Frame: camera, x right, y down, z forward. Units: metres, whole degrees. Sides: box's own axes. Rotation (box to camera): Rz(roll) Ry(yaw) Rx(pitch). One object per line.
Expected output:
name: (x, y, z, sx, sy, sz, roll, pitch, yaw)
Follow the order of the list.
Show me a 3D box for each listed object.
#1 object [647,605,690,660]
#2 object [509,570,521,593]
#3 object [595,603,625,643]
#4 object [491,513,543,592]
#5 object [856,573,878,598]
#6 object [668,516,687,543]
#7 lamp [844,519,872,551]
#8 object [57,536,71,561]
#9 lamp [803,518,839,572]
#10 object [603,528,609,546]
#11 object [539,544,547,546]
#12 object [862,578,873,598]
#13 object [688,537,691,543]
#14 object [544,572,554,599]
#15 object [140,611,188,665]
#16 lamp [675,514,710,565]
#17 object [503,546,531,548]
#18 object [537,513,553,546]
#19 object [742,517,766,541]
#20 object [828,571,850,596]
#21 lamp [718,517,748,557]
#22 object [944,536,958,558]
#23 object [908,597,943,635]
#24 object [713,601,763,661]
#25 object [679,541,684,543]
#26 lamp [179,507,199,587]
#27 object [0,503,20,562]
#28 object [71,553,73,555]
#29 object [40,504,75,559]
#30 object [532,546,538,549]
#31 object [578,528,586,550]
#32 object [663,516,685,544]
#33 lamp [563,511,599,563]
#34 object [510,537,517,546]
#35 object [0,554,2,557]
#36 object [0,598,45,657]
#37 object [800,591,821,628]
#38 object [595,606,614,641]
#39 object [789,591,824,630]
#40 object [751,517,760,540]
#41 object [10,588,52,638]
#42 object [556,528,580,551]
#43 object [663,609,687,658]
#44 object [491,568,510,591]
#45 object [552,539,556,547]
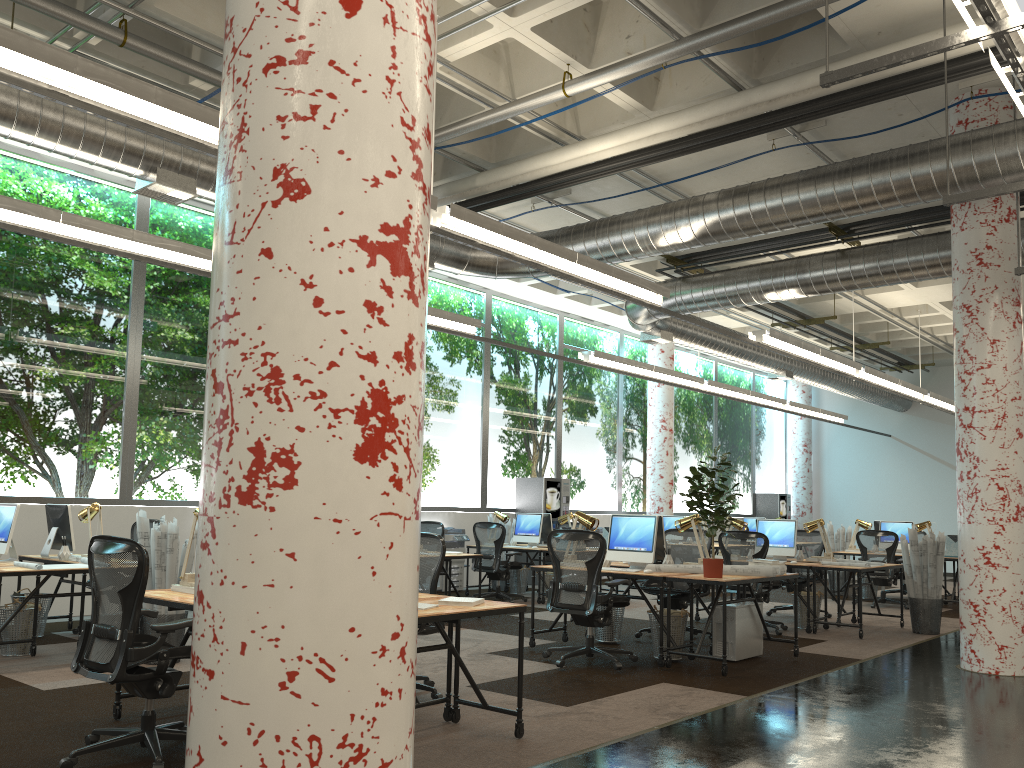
object: (1.332, 2.122, 7.576, 0.359, 0.433, 0.354, -3, -8, 37)
object: (0.041, 2.938, 13.261, 0.235, 0.401, 0.120, -4, -7, 41)
object: (0.927, 2.246, 8.510, 0.359, 0.433, 0.354, -3, -8, 37)
object: (0.012, 2.468, 12.796, 1.079, 1.203, 0.191, -4, -8, 41)
object: (5.579, 3.134, 13.858, 0.359, 0.433, 0.354, -3, -8, 37)
object: (2.982, 2.658, 16.212, 0.484, 0.483, 0.190, -4, -8, 41)
lamp: (5.237, 2.365, 13.511, 0.219, 0.608, 0.529, 4, -7, -29)
object: (-3.892, 1.431, 7.710, 0.101, 0.208, 0.102, 2, -6, -4)
lamp: (3.688, 1.895, 10.453, 0.209, 0.608, 0.529, 4, -7, -29)
object: (1.409, 2.206, 12.647, 0.281, 0.301, 0.151, -4, -8, 41)
object: (0.548, 2.427, 13.333, 0.440, 0.017, 0.119, -6, -11, 40)
object: (5.523, 3.138, 13.800, 0.235, 0.401, 0.120, -4, -7, 41)
object: (3.197, 2.762, 15.935, 0.101, 0.208, 0.102, 2, -6, -4)
object: (0.557, 2.832, 12.440, 0.235, 0.401, 0.120, -4, -7, 41)
object: (-2.743, 1.994, 6.963, 0.353, 0.396, 0.355, 2, -6, -4)
lamp: (1.701, 1.486, 8.046, 0.209, 0.608, 0.529, 4, -7, -29)
object: (0.074, 2.292, 12.462, 0.440, 0.017, 0.119, -6, -11, 40)
object: (0.389, 2.171, 13.203, 0.484, 0.483, 0.190, -4, -8, 41)
object: (4.951, 2.970, 18.096, 0.484, 0.483, 0.190, -4, -8, 41)
object: (5.306, 3.228, 14.357, 0.353, 0.396, 0.355, 2, -6, -4)
lamp: (2.577, 1.887, 10.573, 0.209, 0.608, 0.529, 4, -7, -29)
object: (6.232, 2.283, 12.423, 0.281, 0.301, 0.151, -4, -8, 41)
object: (4.570, 2.560, 9.777, 0.353, 0.396, 0.355, 2, -6, -4)
object: (1.990, 2.158, 7.779, 0.221, 0.452, 0.543, -4, -8, 40)
object: (3.142, 2.914, 16.343, 0.440, 0.017, 0.119, -6, -11, 40)
lamp: (-1.860, 1.034, 5.281, 0.219, 0.608, 0.529, 4, -7, -29)
object: (-4.252, 1.243, 7.418, 0.484, 0.483, 0.190, -4, -8, 41)
object: (-4.192, 1.602, 8.337, 0.059, 0.029, 0.106, -5, -10, 41)
object: (-4.106, 1.327, 7.987, 0.484, 0.483, 0.190, -4, -8, 41)
object: (0.319, 2.260, 12.244, 0.059, 0.029, 0.106, -5, -10, 41)
object: (0.847, 2.101, 11.995, 0.281, 0.301, 0.151, -4, -8, 41)
object: (2.837, 2.573, 15.643, 0.484, 0.483, 0.190, -4, -8, 41)
lamp: (0.586, 1.477, 8.164, 0.219, 0.608, 0.529, 4, -7, -29)
object: (0.023, 2.256, 12.887, 0.101, 0.208, 0.102, 2, -6, -4)
object: (-4.472, 1.412, 7.671, 0.101, 0.208, 0.102, 2, -6, -4)
object: (-3.993, 1.966, 7.169, 0.359, 0.433, 0.354, -3, -8, 37)
object: (3.374, 2.554, 10.038, 0.235, 0.401, 0.120, -4, -7, 41)
object: (0.872, 2.250, 8.453, 0.235, 0.401, 0.120, -4, -7, 41)
object: (3.320, 2.531, 9.983, 0.359, 0.433, 0.354, -3, -8, 37)
object: (5.096, 3.054, 18.665, 0.484, 0.483, 0.190, -4, -8, 41)
object: (-4.398, 2.090, 8.103, 0.359, 0.433, 0.354, -3, -8, 37)
object: (0.751, 2.083, 11.884, 0.281, 0.301, 0.151, -4, -8, 41)
object: (1.387, 2.144, 7.631, 0.235, 0.401, 0.120, -4, -7, 41)
object: (-0.176, 3.028, 13.818, 0.354, 0.396, 0.354, 5, -7, -30)
object: (0.603, 2.275, 12.926, 0.101, 0.208, 0.102, 2, -6, -4)
